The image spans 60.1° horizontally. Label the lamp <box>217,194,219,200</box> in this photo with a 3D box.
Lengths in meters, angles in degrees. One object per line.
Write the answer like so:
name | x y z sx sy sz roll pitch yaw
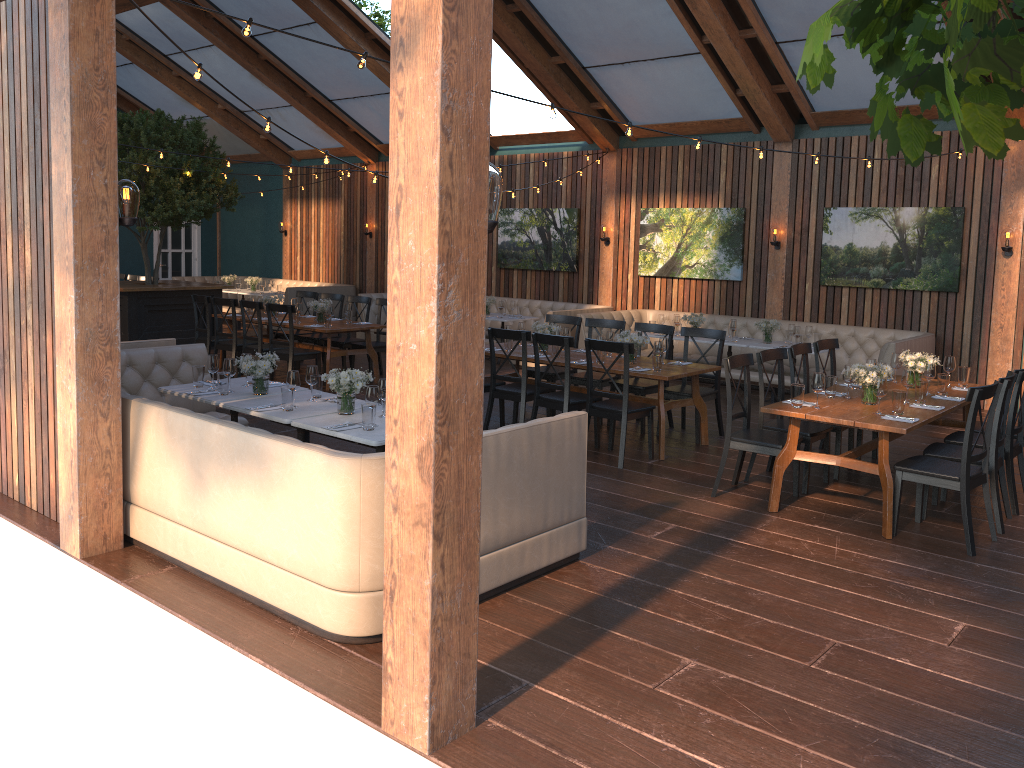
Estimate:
lamp | -5.200 -3.319 15.683 0.056 0.120 0.056 3 6 16

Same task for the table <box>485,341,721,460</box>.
table | 0.662 0.098 8.494 2.441 0.725 0.954 9 11 40

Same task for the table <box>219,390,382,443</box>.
table | -1.448 0.464 6.073 0.802 0.668 0.801 8 10 40

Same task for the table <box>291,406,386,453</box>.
table | -0.826 0.566 5.548 0.802 0.668 0.802 8 10 39

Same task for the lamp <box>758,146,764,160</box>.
lamp | 2.208 -2.049 7.838 0.056 0.120 0.057 2 6 8

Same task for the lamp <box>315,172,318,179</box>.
lamp | -3.427 -3.657 15.513 0.056 0.120 0.056 4 7 22

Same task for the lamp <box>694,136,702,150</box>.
lamp | 1.561 -2.020 7.421 0.056 0.119 0.057 6 7 34

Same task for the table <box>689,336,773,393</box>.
table | 2.677 -0.213 10.916 0.802 0.668 0.801 8 10 40

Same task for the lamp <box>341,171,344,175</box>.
lamp | -3.096 -3.875 16.174 0.064 0.118 0.057 -4 8 -41

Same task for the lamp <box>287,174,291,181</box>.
lamp | -3.728 -3.467 14.825 0.068 0.116 0.056 6 8 37

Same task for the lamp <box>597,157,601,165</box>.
lamp | 1.288 -3.310 13.115 0.056 0.118 0.063 4 7 23

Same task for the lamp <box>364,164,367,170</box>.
lamp | -2.787 -4.130 16.843 0.056 0.119 0.057 -1 7 -21

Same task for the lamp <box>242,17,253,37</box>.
lamp | -1.592 -2.145 5.316 0.064 0.118 0.057 3 6 14

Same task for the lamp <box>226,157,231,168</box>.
lamp | -3.374 -2.637 10.535 0.056 0.120 0.057 1 6 -9

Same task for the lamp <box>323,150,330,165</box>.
lamp | -1.468 -1.791 6.996 0.056 0.119 0.056 6 8 37

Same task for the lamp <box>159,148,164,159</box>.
lamp | -4.006 -2.629 10.107 0.056 0.120 0.056 -4 8 -41

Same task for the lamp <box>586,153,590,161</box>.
lamp | 1.139 -3.404 13.264 0.056 0.120 0.057 -2 7 -28

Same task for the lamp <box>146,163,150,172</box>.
lamp | -4.967 -2.953 12.067 0.056 0.120 0.056 4 7 21

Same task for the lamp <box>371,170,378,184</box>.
lamp | -1.196 -1.801 7.706 0.056 0.119 0.057 2 6 0

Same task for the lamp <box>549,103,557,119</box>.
lamp | 0.306 -2.032 6.579 0.056 0.120 0.057 3 6 16

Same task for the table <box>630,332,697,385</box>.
table | 2.056 -0.315 11.441 0.802 0.668 0.802 8 10 39

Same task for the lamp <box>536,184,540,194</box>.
lamp | 0.332 -2.464 11.169 0.056 0.120 0.057 -1 7 -22

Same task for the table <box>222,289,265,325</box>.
table | -5.383 -1.535 17.719 0.802 0.668 0.801 8 10 40

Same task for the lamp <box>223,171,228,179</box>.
lamp | -4.354 -3.174 13.456 0.056 0.118 0.060 4 7 25

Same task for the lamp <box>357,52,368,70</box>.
lamp | -0.974 -2.102 5.749 0.075 0.113 0.056 7 8 38

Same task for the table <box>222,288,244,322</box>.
table | -6.004 -1.637 18.243 0.802 0.668 0.802 8 10 39

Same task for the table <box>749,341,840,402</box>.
table | 3.299 -0.111 10.392 0.802 0.668 0.802 8 10 39

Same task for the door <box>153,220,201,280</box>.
door | -9.860 -2.365 17.328 0.174 2.194 8.205 6 10 40

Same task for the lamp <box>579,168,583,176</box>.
lamp | 0.974 -2.989 12.481 0.060 0.118 0.057 -2 7 -27

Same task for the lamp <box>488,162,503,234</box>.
lamp | -0.119 -0.665 3.276 0.147 0.318 0.178 7 8 40

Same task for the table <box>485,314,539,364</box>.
table | -0.144 -0.676 13.297 0.802 0.668 0.802 8 10 39

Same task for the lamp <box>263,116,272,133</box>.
lamp | -1.739 -1.847 6.290 0.056 0.119 0.059 -1 7 -19

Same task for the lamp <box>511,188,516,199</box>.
lamp | 0.015 -2.260 10.494 0.056 0.120 0.056 5 7 27

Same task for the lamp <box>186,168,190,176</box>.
lamp | -4.672 -3.058 12.770 0.056 0.120 0.057 -1 7 -25

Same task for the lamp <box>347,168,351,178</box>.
lamp | -2.095 -2.711 11.356 0.056 0.120 0.056 -3 7 -35

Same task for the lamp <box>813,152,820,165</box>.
lamp | 2.842 -2.102 8.252 0.059 0.119 0.057 4 7 20

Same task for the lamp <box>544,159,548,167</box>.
lamp | 0.494 -3.226 12.905 0.056 0.119 0.057 1 6 -7

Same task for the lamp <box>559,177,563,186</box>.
lamp | 0.651 -2.707 11.833 0.071 0.115 0.057 -2 7 -27

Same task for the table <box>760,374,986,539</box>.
table | 2.835 0.449 6.693 0.954 0.725 2.440 8 11 40

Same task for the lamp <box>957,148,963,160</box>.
lamp | 4.781 -2.452 9.432 0.056 0.117 0.067 -1 7 -21

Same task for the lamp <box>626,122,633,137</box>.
lamp | 0.929 -2.017 7.006 0.056 0.120 0.056 -3 8 -35

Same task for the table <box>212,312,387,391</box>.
table | -2.774 -0.466 11.394 2.441 0.725 0.954 9 11 40

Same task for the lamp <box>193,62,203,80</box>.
lamp | -1.981 -1.978 5.591 0.069 0.116 0.057 -4 9 -43

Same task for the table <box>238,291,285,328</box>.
table | -4.761 -1.433 17.194 0.802 0.668 0.802 8 10 39

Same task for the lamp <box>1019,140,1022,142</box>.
lamp | 5.440 -2.655 9.465 0.056 0.120 0.057 2 6 1

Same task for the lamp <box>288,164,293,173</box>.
lamp | -2.736 -2.665 10.942 0.056 0.120 0.057 3 6 15

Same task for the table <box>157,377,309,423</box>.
table | -2.070 0.362 6.597 0.802 0.668 0.802 8 10 39

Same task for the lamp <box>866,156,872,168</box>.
lamp | 3.493 -2.167 8.648 0.056 0.120 0.057 0 6 -16

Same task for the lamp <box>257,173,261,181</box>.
lamp | -4.039 -3.309 14.146 0.060 0.118 0.057 -2 7 -26

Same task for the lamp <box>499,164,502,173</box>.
lamp | -0.166 -3.051 12.545 0.056 0.118 0.064 6 8 33
